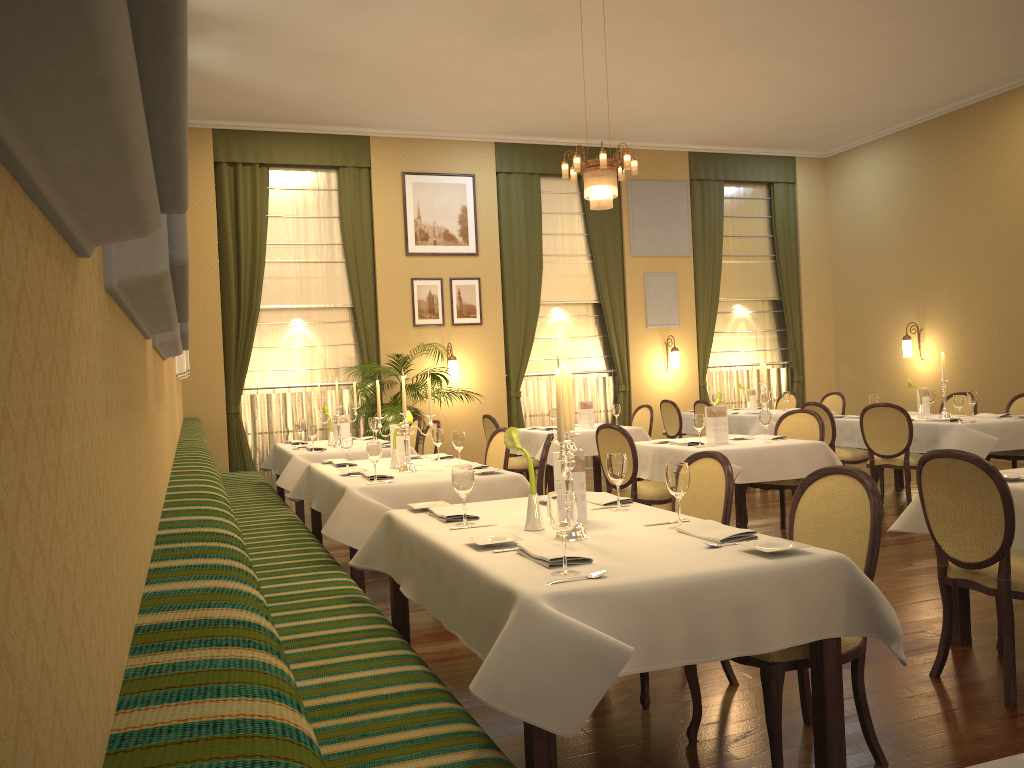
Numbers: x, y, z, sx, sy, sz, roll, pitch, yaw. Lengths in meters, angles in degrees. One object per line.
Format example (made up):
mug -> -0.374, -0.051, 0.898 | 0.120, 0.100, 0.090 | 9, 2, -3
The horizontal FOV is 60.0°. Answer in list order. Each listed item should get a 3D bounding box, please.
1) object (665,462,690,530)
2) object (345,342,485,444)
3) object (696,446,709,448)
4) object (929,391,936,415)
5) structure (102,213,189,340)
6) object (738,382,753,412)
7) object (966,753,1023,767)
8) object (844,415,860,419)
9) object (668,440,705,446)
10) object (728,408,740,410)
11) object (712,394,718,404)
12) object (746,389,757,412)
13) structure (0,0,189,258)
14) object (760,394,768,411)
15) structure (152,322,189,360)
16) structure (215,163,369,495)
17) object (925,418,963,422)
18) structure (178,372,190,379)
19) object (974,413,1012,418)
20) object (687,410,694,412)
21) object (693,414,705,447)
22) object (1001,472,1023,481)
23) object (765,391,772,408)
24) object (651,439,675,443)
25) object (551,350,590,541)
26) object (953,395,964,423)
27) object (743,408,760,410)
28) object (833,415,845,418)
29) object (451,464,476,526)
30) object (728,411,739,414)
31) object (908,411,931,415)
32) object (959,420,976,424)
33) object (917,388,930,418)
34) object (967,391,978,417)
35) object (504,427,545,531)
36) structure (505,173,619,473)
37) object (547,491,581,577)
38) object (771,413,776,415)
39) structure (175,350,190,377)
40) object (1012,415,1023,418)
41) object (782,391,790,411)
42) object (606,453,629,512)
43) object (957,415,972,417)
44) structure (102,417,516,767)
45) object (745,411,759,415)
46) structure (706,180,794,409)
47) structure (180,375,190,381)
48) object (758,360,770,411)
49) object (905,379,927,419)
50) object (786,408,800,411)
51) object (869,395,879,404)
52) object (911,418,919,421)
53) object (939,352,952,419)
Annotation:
object -> 0.586, 0.393, 3.122 | 0.088, 0.229, 0.088 | -2, 1, 28
object -> -1.275, 0.397, 10.580 | 1.496, 1.807, 1.552 | -3, 1, -39
object -> 1.379, 0.440, 6.258 | 0.185, 0.010, 0.017 | -3, 0, -19
object -> 4.066, 0.183, 8.609 | 0.088, 0.229, 0.088 | -2, 1, 28
structure -> -0.677, -1.644, 1.357 | 0.200, 3.103, 0.956 | -3, 0, -20
object -> 2.800, 0.154, 10.656 | 0.163, 0.375, 0.076 | -3, 0, 2
object -> 0.645, 0.511, 1.092 | 0.160, 0.024, 0.160 | -3, 0, -20
object -> 3.351, 0.318, 8.536 | 0.142, 0.033, 0.273 | -3, 0, -20
object -> 1.283, 0.433, 6.531 | 0.142, 0.033, 0.273 | -3, 0, -20
object -> 2.867, 0.321, 11.331 | 0.160, 0.024, 0.160 | -3, 0, -20
object -> 2.492, 0.240, 10.852 | 0.088, 0.229, 0.088 | -2, 1, 28
object -> 2.921, 0.198, 10.751 | 0.081, 0.277, 0.166 | -2, 1, 41
structure -> -0.273, -1.654, 0.245 | 0.200, 3.103, 0.956 | -3, 0, -20
object -> 2.823, 0.231, 9.929 | 0.088, 0.229, 0.088 | -2, 1, 28
structure -> -1.111, -1.633, 2.552 | 0.200, 3.103, 0.956 | -3, 0, -20
structure -> -2.607, -0.905, 10.953 | 1.942, 4.511, 0.123 | -3, 0, -20
object -> 3.717, 0.308, 7.638 | 0.142, 0.033, 0.273 | -3, 0, -20
structure -> -2.710, -1.534, 6.959 | 0.200, 2.985, 0.661 | -3, 0, -20
object -> 4.269, 0.280, 7.874 | 0.142, 0.033, 0.273 | -3, 0, -20
object -> 2.317, 0.348, 11.292 | 0.160, 0.024, 0.160 | -3, 0, -20
object -> 1.338, 0.331, 6.333 | 0.088, 0.229, 0.088 | -3, 1, 22
object -> 2.201, 0.413, 3.916 | 0.160, 0.024, 0.160 | -3, 0, -20
object -> 3.186, 0.205, 11.030 | 0.088, 0.229, 0.088 | -2, 1, 28
object -> 1.163, 0.440, 6.774 | 0.160, 0.024, 0.160 | -3, 0, -20
object -> 0.189, 0.204, 3.030 | 0.131, 0.655, 0.390 | -3, 0, -1
object -> 3.737, 0.208, 7.415 | 0.088, 0.229, 0.088 | -2, 1, 28
object -> 3.080, 0.313, 11.297 | 0.142, 0.024, 0.273 | -3, 0, -20
object -> 3.231, 0.325, 8.779 | 0.160, 0.024, 0.160 | -3, 0, -20
object -> -0.186, 0.428, 3.417 | 0.088, 0.229, 0.088 | -2, 1, 28
object -> 2.620, 0.341, 10.405 | 0.160, 0.024, 0.160 | -3, 0, -20
object -> 3.993, 0.290, 8.784 | 0.142, 0.024, 0.273 | -3, 0, -20
object -> 3.767, 0.315, 7.332 | 0.181, 0.015, 0.038 | -3, 0, -19
object -> 3.834, 0.175, 8.238 | 0.081, 0.277, 0.166 | -2, 1, 41
object -> 4.178, 0.182, 8.044 | 0.088, 0.229, 0.088 | -3, 1, 22
object -> 0.046, 0.345, 3.267 | 0.076, 0.375, 0.163 | -3, 1, -38
structure -> 0.682, -1.072, 12.144 | 1.900, 4.511, 0.134 | -3, 0, -20
object -> 0.145, 0.420, 2.494 | 0.088, 0.229, 0.088 | -2, 1, 28
object -> 2.853, 0.338, 9.845 | 0.181, 0.015, 0.038 | -3, 0, -19
structure -> -2.302, -1.544, 5.835 | 0.200, 2.985, 0.687 | -3, 0, -20
object -> 4.374, 0.280, 7.572 | 0.160, 0.024, 0.160 | -3, 0, -20
object -> 3.265, 0.205, 10.557 | 0.088, 0.229, 0.088 | -2, 1, 28
object -> 0.428, 0.397, 3.587 | 0.088, 0.229, 0.088 | -2, 1, 28
object -> 4.155, 0.292, 8.145 | 0.185, 0.010, 0.017 | -3, 0, -20
structure -> -0.933, 0.822, 3.621 | 0.850, 1.031, 14.516 | -3, 0, -20
object -> 2.804, 0.331, 10.151 | 0.142, 0.033, 0.273 | -3, 0, -20
structure -> 3.420, -1.211, 13.142 | 1.898, 4.511, 0.137 | -3, 0, -20
structure -> -3.144, -1.523, 8.152 | 0.200, 2.985, 0.670 | -3, 0, -20
object -> 2.990, 0.009, 10.528 | 0.131, 0.655, 0.390 | -2, 1, 36
object -> 3.713, 0.130, 8.143 | 0.163, 0.375, 0.076 | -3, 0, 2
object -> 3.356, 0.303, 10.387 | 0.142, 0.033, 0.273 | -3, 0, -20
object -> 3.406, 0.216, 8.339 | 0.088, 0.229, 0.088 | -2, 1, 28
object -> 3.534, 0.317, 7.892 | 0.160, 0.024, 0.160 | -3, 0, -20
object -> 3.904, -0.014, 8.015 | 0.131, 0.655, 0.390 | -3, 0, 14
